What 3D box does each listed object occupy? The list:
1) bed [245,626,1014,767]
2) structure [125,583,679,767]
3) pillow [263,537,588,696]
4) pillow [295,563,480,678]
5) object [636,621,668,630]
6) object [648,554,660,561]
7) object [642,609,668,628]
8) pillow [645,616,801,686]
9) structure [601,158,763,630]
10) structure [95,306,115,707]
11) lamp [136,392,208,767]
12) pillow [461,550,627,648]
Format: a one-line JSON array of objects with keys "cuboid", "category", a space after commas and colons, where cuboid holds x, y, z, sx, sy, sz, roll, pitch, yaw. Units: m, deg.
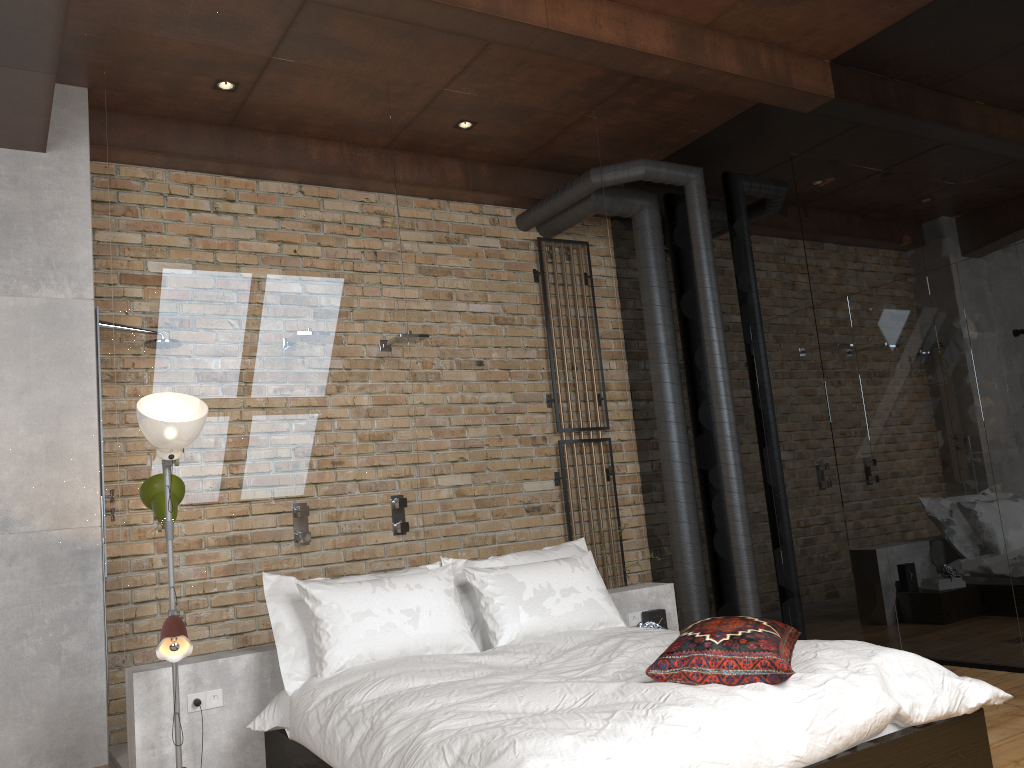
[{"cuboid": [0.398, 1.213, 3.357, 2.300, 0.442, 2.169, -1, -10, -32], "category": "bed"}, {"cuboid": [-0.324, 1.392, 4.292, 2.820, 0.494, 0.206, -1, -10, -32], "category": "structure"}, {"cuboid": [-0.258, 1.034, 4.125, 1.746, 0.517, 0.358, 0, -10, -32], "category": "pillow"}, {"cuboid": [-0.520, 1.002, 3.772, 0.744, 0.397, 0.276, -1, -10, -32], "category": "pillow"}, {"cuboid": [0.716, 1.264, 4.538, 0.170, 0.094, 0.160, -3, -9, -20], "category": "object"}, {"cuboid": [0.778, 1.214, 6.014, 0.517, 1.117, 0.228, -10, -9, 28], "category": "object"}, {"cuboid": [0.776, 1.315, 4.792, 0.116, 0.178, 0.067, -1, -9, -29], "category": "object"}, {"cuboid": [0.747, 0.901, 3.037, 0.453, 0.157, 0.748, -8, -9, 18], "category": "pillow"}, {"cuboid": [0.817, 0.173, 5.916, 0.829, 3.140, 1.189, -1, -10, -32], "category": "structure"}, {"cuboid": [-1.910, 0.591, 4.597, 0.457, 2.005, 0.217, 0, -10, -35], "category": "structure"}, {"cuboid": [-1.347, 0.824, 3.478, 0.270, 1.582, 0.561, 0, -10, -35], "category": "lamp"}, {"cuboid": [0.158, 1.018, 4.186, 0.748, 0.385, 0.291, -1, -10, -32], "category": "pillow"}]
